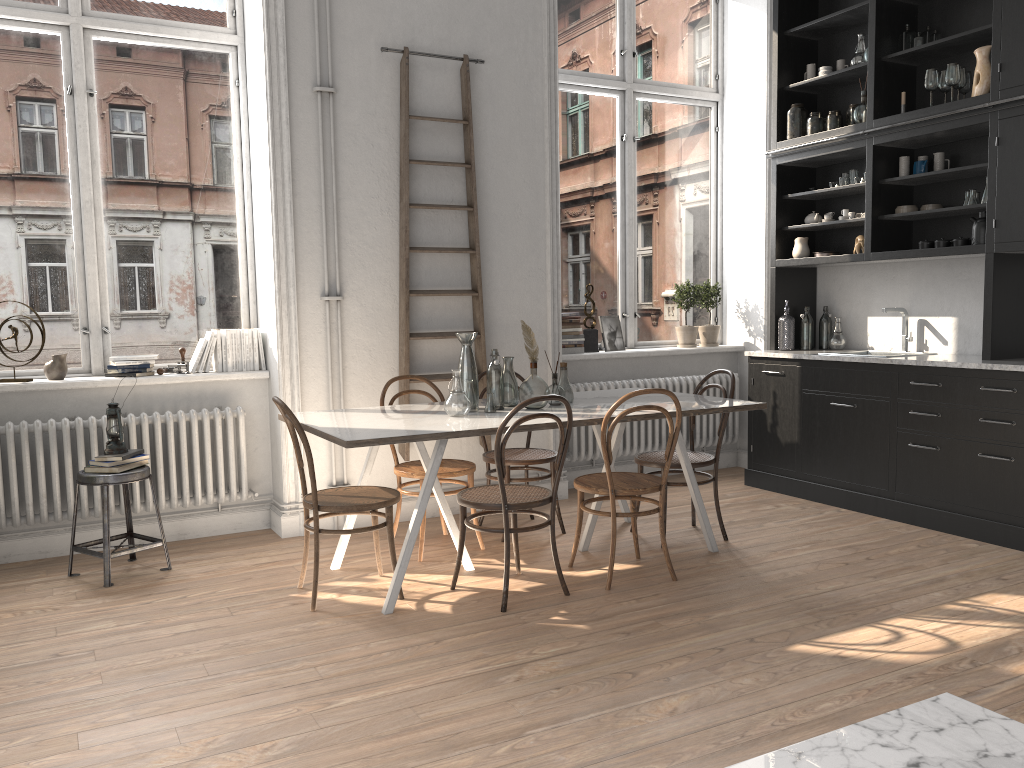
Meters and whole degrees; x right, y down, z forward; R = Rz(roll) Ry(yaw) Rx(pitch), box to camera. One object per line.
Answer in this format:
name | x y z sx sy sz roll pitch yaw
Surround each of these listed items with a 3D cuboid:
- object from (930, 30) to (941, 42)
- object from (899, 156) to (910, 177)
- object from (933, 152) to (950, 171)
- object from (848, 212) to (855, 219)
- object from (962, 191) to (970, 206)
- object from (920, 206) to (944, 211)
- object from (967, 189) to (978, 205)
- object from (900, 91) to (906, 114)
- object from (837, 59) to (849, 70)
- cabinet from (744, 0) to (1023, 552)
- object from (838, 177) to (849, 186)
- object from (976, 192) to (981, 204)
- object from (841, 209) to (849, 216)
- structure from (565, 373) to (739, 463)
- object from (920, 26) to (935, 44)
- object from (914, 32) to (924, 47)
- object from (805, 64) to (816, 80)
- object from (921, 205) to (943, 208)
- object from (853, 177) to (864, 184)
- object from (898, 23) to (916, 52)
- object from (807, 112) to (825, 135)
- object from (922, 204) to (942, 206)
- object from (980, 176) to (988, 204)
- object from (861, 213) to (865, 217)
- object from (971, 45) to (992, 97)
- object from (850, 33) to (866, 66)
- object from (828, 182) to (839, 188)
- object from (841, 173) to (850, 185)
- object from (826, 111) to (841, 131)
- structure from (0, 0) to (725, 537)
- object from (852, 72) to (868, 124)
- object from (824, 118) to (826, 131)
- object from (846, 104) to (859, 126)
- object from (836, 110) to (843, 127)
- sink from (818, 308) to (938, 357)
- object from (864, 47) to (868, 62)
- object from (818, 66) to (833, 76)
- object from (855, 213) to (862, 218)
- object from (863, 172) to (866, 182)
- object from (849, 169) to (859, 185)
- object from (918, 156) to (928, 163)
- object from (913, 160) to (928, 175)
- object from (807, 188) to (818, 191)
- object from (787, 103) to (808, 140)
object | 2.520 -2.042 5.280 0.044 0.121 0.058 -1 5 -1
object | 2.415 -1.326 5.455 0.059 0.135 0.082 2 6 30
object | 2.574 -1.318 5.322 0.082 0.135 0.059 4 8 44
object | 2.210 -1.092 5.779 0.049 0.054 0.039 -1 5 -3
object | 2.621 -1.060 5.097 0.058 0.094 0.058 0 5 11
object | 2.557 -1.056 5.401 0.132 0.038 0.132 1 5 19
object | 2.611 -1.054 5.026 0.058 0.094 0.058 0 5 11
object | 2.367 -1.688 5.362 0.123 0.161 0.123 -3 6 -19
object | 2.212 -2.102 5.946 0.059 0.135 0.081 -2 5 -5
cabinet | 2.639 -0.974 4.833 0.635 3.586 3.249 -4 6 -28
object | 2.175 -1.320 5.818 0.064 0.069 0.064 1 6 19
object | 2.704 -1.067 5.157 0.058 0.094 0.058 3 7 38
object | 2.198 -1.122 5.844 0.039 0.055 0.049 -2 5 -8
structure | 1.021 0.227 6.476 1.577 0.553 0.194 -4 6 -28
object | 2.527 -2.079 5.384 0.065 0.177 0.084 -2 5 -6
object | 2.433 -2.043 5.305 0.053 0.125 0.041 2 6 29
object | 2.041 -2.108 6.061 0.059 0.135 0.081 -1 5 0
object | 2.557 -1.064 5.400 0.123 0.036 0.123 -5 7 -40
object | 2.227 -1.299 5.691 0.071 0.047 0.071 0 5 10
object | 2.400 -2.088 5.384 0.084 0.199 0.065 -2 5 -6
object | 2.028 -1.728 5.922 0.114 0.155 0.114 -4 6 -25
object | 2.557 -1.072 5.400 0.112 0.036 0.112 0 5 14
object | 2.657 -1.079 4.941 0.083 0.158 0.083 -6 7 -44
object | 2.284 -1.093 5.748 0.048 0.041 0.058 3 7 39
object | 2.576 -1.700 4.850 0.094 0.267 0.116 0 6 14
object | 2.234 -2.121 5.673 0.132 0.219 0.132 3 7 36
object | 2.141 -1.315 5.895 0.071 0.047 0.071 0 5 10
object | 2.220 -1.347 5.899 0.060 0.107 0.060 2 6 29
object | 2.124 -1.721 5.858 0.096 0.150 0.096 -5 7 -39
structure | -0.600 -1.409 5.377 5.180 4.477 0.340 -4 6 -28
object | 2.198 -1.799 5.533 0.134 0.358 0.134 1 6 17
object | 2.168 -1.749 6.128 0.114 0.155 0.114 1 6 17
object | 2.249 -1.738 5.824 0.092 0.185 0.092 -2 6 -14
object | 2.184 -1.747 5.991 0.092 0.185 0.092 2 6 27
sink | 2.318 -0.226 5.594 0.514 0.505 0.526 -4 6 -28
object | 2.264 -2.171 5.540 0.123 0.341 0.118 -2 5 -9
object | 2.114 -2.083 5.979 0.096 0.095 0.096 -1 5 6
object | 2.265 -1.090 5.766 0.049 0.041 0.056 3 6 35
object | 2.260 -1.304 5.621 0.064 0.069 0.064 -5 6 -35
object | 2.220 -1.335 5.758 0.060 0.107 0.060 -1 5 -1
object | 2.514 -1.327 5.447 0.082 0.135 0.059 -1 5 0
object | 2.466 -1.297 5.353 0.082 0.094 0.140 2 6 27
object | 2.093 -1.339 6.179 0.071 0.047 0.071 0 5 10
object | 1.942 -1.778 6.033 0.118 0.238 0.118 -6 7 -43
